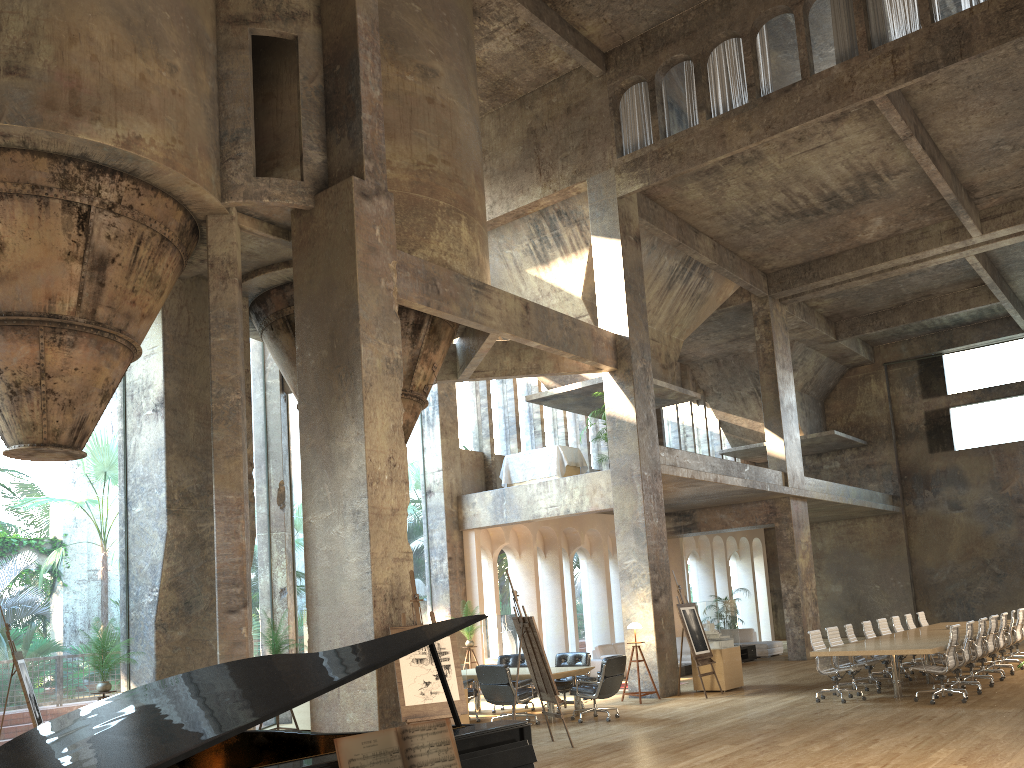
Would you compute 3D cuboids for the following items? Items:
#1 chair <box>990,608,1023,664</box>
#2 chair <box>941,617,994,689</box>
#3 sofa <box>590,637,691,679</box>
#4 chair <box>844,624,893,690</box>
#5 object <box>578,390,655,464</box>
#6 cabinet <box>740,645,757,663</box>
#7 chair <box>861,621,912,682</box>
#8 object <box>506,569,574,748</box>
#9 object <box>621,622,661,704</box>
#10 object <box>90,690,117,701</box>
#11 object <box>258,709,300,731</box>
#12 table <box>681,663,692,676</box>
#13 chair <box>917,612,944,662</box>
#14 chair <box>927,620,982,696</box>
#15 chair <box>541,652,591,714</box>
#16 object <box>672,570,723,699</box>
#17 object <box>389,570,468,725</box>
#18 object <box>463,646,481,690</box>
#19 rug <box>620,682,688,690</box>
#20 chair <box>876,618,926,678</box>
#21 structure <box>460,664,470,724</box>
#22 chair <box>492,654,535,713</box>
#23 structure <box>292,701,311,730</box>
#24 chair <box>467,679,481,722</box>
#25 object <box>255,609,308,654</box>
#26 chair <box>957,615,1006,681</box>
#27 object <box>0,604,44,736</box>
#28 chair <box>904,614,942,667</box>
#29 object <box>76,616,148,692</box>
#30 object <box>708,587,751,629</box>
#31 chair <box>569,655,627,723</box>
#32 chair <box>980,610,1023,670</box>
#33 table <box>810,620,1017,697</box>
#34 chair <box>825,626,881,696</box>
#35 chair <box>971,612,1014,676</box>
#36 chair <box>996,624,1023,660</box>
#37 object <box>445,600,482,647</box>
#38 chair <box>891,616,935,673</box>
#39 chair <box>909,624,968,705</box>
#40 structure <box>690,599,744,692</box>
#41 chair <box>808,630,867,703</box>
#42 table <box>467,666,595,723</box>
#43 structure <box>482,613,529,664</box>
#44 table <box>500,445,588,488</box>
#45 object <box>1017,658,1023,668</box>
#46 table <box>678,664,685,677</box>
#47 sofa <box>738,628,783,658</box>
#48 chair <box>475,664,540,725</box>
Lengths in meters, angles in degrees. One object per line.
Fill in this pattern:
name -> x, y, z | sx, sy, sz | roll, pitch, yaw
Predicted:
chair -> 9.174, 4.684, 16.263 | 0.669, 1.005, 0.710 | 5, -13, -43
chair -> 6.968, 4.114, 13.463 | 0.709, 1.005, 0.669 | -13, -13, 42
sofa -> 3.340, 6.155, 19.863 | 2.092, 0.707, 2.955 | -14, -17, 36
chair -> 5.786, 4.388, 14.219 | 0.707, 1.005, 0.671 | -11, -12, 37
object -> 2.077, 0.869, 16.940 | 1.422, 1.774, 1.365 | -13, -13, 43
cabinet -> 5.407, 6.529, 21.164 | 0.401, 0.362, 1.576 | -12, -16, 36
chair -> 6.370, 4.536, 14.945 | 0.709, 1.005, 0.669 | -13, -13, 42
object -> 0.218, 3.270, 10.490 | 0.684, 2.105, 0.715 | -1, -8, -20
object -> 1.990, 4.591, 14.503 | 0.577, 1.272, 0.663 | -10, -11, 37
object -> -4.910, 4.254, 10.771 | 0.665, 0.953, 0.577 | -10, -11, 31
object -> -3.412, 4.671, 12.786 | 0.658, 0.954, 0.583 | -1, -9, -16
table -> 3.434, 6.183, 18.967 | 0.801, 0.198, 1.120 | -14, -18, 36
chair -> 8.633, 5.116, 17.799 | 0.709, 1.005, 0.669 | -13, -13, 43
chair -> 6.400, 3.967, 12.743 | 0.708, 1.005, 0.670 | -12, -12, 40
chair -> 0.823, 4.667, 13.734 | 0.737, 0.875, 0.831 | -10, -12, 31
object -> 3.008, 4.175, 14.748 | 0.692, 2.105, 0.707 | -10, -10, 36
object -> -0.872, 2.947, 8.946 | 0.701, 2.105, 0.697 | 0, -9, -26
object -> -0.796, 5.589, 17.051 | 0.658, 0.954, 0.582 | -4, -9, 2
rug -> 2.058, 5.915, 17.195 | 2.496, 0.009, 1.358 | -15, -18, 37
chair -> 6.918, 4.675, 15.633 | 0.669, 1.005, 0.710 | 5, -13, -43
structure -> -1.041, 3.913, 10.551 | 0.752, 0.995, 0.741 | -11, -12, 37
chair -> 0.015, 4.875, 14.328 | 0.731, 0.875, 0.837 | -6, -11, 11
structure -> -2.897, 4.839, 13.665 | 0.744, 0.995, 0.750 | -11, -12, 37
chair -> -0.888, 4.644, 13.195 | 0.739, 0.875, 0.828 | -12, -13, 38
object -> -3.403, 3.702, 12.744 | 0.871, 0.921, 0.693 | -13, -13, 40
chair -> 7.523, 4.258, 14.168 | 0.669, 1.005, 0.710 | 5, -13, -43
object -> -5.429, 3.463, 9.753 | 0.684, 2.105, 0.715 | -1, -8, -23
chair -> 8.042, 4.965, 17.058 | 0.708, 1.005, 0.670 | -12, -12, 40
object -> -4.945, 3.315, 10.830 | 0.860, 0.922, 0.701 | 2, -12, -31
object -> 6.081, 6.687, 24.819 | 1.422, 1.777, 1.365 | -13, -13, 43
chair -> 1.191, 4.330, 12.518 | 0.830, 0.875, 0.737 | -11, -12, 33
chair -> 8.642, 4.548, 15.593 | 0.707, 1.005, 0.671 | -11, -12, 37
table -> 7.216, 4.574, 14.808 | 1.622, 0.743, 7.784 | -14, -17, 36
chair -> 5.261, 4.250, 13.543 | 0.669, 1.005, 0.710 | 5, -13, -43
chair -> 8.072, 4.397, 14.856 | 0.709, 1.005, 0.669 | -13, -13, 42
chair -> 9.687, 4.828, 16.958 | 0.709, 1.005, 0.669 | -13, -13, 42
object -> -0.912, 4.678, 17.198 | 0.694, 0.921, 0.870 | -9, -12, 28
chair -> 7.474, 4.819, 16.339 | 0.709, 1.005, 0.669 | -13, -13, 42
chair -> 3.629, 4.429, 13.783 | 13.125, 1.011, 31.788 | -15, -18, 36
structure -> 3.563, 4.586, 15.426 | 0.601, 1.518, 0.749 | -10, -10, 37
chair -> 4.753, 4.105, 12.845 | 0.709, 1.005, 0.669 | -13, -13, 42
table -> -0.009, 4.750, 13.466 | 2.443, 0.686, 1.114 | -15, -16, 37
structure -> -0.072, 5.264, 17.105 | 0.601, 1.518, 0.749 | -10, -10, 37
table -> 0.640, 1.783, 18.140 | 1.773, 0.786, 1.125 | -14, -16, 37
object -> 3.088, 1.780, 4.195 | 1.101, 1.428, 1.143 | -9, -11, 28
table -> 3.203, 6.103, 18.680 | 0.871, 0.241, 0.373 | -15, -16, 37
sofa -> 5.948, 6.825, 23.154 | 2.095, 0.706, 1.081 | -14, -16, 37
chair -> -0.017, 4.410, 12.512 | 0.826, 0.875, 0.741 | 7, -15, -45
